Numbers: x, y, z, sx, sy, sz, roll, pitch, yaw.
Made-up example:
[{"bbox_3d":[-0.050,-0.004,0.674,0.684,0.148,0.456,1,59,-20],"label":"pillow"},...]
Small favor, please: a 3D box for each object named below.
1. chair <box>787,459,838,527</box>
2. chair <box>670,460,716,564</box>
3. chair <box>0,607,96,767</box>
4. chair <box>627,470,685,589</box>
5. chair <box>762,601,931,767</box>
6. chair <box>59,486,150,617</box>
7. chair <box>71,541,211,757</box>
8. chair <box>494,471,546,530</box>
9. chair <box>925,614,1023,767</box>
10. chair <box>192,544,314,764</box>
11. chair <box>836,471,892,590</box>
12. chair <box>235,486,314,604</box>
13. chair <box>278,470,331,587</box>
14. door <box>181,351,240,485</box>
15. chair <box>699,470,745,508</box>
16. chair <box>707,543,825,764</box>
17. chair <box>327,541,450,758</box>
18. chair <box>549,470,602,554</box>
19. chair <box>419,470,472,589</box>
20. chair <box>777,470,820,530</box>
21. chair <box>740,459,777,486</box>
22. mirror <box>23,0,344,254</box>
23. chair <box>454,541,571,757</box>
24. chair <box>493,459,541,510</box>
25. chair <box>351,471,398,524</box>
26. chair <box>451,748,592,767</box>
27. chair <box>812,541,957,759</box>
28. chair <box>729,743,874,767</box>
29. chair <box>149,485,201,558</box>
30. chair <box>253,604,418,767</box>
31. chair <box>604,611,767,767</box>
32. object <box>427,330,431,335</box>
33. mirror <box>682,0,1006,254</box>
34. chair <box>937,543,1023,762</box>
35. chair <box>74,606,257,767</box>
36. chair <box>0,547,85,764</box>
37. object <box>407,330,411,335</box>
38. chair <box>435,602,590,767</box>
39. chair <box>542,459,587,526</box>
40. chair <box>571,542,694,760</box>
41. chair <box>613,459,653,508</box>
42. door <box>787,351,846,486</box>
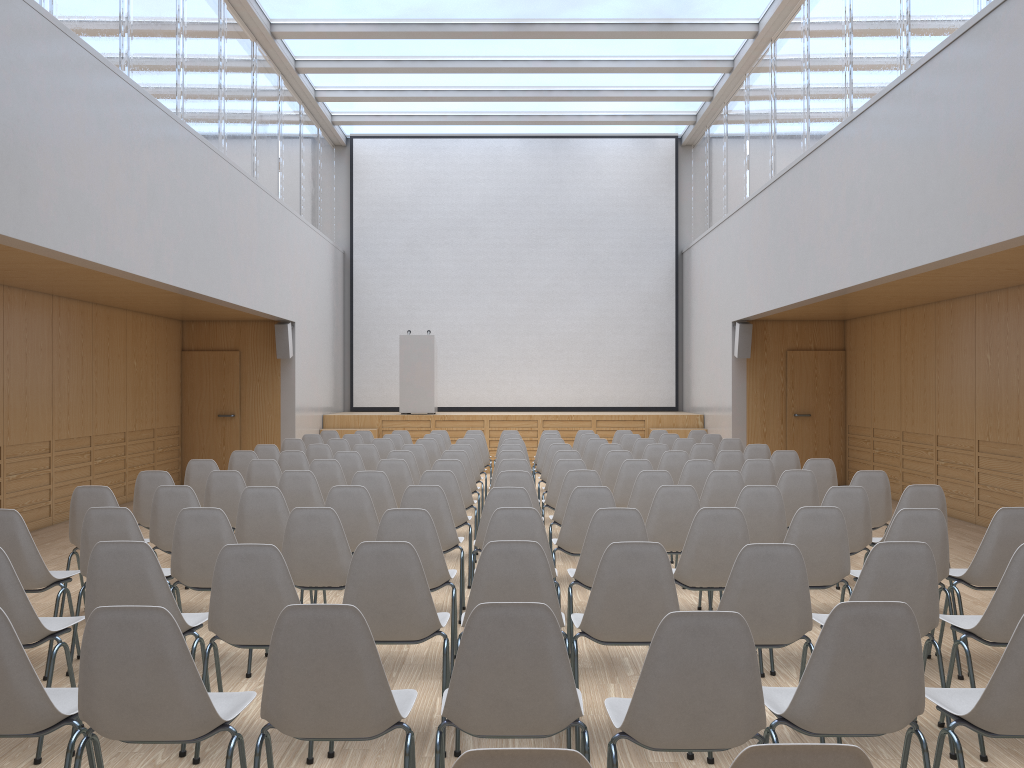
[{"bbox_3d":[2.615,1.073,7.782,0.479,0.876,0.505,0,0,0],"label":"chair"},{"bbox_3d":[1.573,1.073,7.672,0.479,0.876,0.505,0,0,0],"label":"chair"},{"bbox_3d":[-1.570,1.060,2.783,0.479,0.876,0.505,0,0,0],"label":"chair"},{"bbox_3d":[1.043,1.071,6.734,0.479,0.876,0.505,0,0,0],"label":"chair"},{"bbox_3d":[1.031,1.058,2.782,0.479,0.876,0.505,0,0,0],"label":"chair"},{"bbox_3d":[-2.605,1.070,5.755,0.479,0.876,0.505,0,0,0],"label":"chair"},{"bbox_3d":[-1.554,1.063,3.783,0.479,0.876,0.505,0,0,0],"label":"chair"},{"bbox_3d":[0.017,1.071,6.714,0.479,0.876,0.505,0,0,0],"label":"chair"},{"bbox_3d":[1.581,1.058,2.772,0.479,0.876,0.505,0,0,0],"label":"chair"},{"bbox_3d":[-1.025,1.063,3.714,0.479,0.876,0.505,0,0,0],"label":"chair"},{"bbox_3d":[2.618,1.069,6.713,0.479,0.876,0.505,0,0,0],"label":"chair"},{"bbox_3d":[-1.543,1.069,5.714,0.479,0.876,0.505,0,0,0],"label":"chair"},{"bbox_3d":[-1.577,1.073,6.773,0.479,0.876,0.505,0,0,0],"label":"chair"},{"bbox_3d":[-4.522,0.521,13.262,0.873,2.024,0.108,0,0,0],"label":"door"},{"bbox_3d":[1.567,1.070,6.754,0.479,0.876,0.505,0,0,0],"label":"chair"},{"bbox_3d":[1.011,1.061,3.714,0.479,0.876,0.505,0,0,0],"label":"chair"},{"bbox_3d":[-0.503,1.063,3.773,0.479,0.876,0.505,0,0,0],"label":"chair"},{"bbox_3d":[0.519,1.071,6.782,0.479,0.876,0.505,0,0,0],"label":"chair"},{"bbox_3d":[-0.540,1.072,6.755,0.479,0.876,0.505,0,0,0],"label":"chair"},{"bbox_3d":[2.106,1.070,6.772,0.479,0.876,0.505,0,0,0],"label":"chair"},{"bbox_3d":[2.089,1.073,7.754,0.479,0.876,0.505,0,0,0],"label":"chair"},{"bbox_3d":[-3.380,-3.593,8.276,0.253,2.090,17.827,0,0,0],"label":"mirror"},{"bbox_3d":[0.005,1.062,3.782,0.479,0.876,0.505,0,0,0],"label":"chair"},{"bbox_3d":[0.019,1.074,7.773,0.479,0.876,0.505,0,0,0],"label":"chair"},{"bbox_3d":[-1.034,1.072,6.714,0.479,0.876,0.505,0,0,0],"label":"chair"},{"bbox_3d":[0.017,1.056,1.754,0.479,0.876,0.505,0,0,0],"label":"chair"},{"bbox_3d":[1.542,1.061,3.754,0.479,0.876,0.505,0,0,0],"label":"chair"},{"bbox_3d":[0.501,1.056,1.772,0.479,0.876,0.505,0,0,0],"label":"chair"},{"bbox_3d":[-2.104,1.070,5.773,0.479,0.876,0.505,0,0,0],"label":"chair"},{"bbox_3d":[-0.540,1.060,2.755,0.479,0.876,0.505,0,0,0],"label":"chair"},{"bbox_3d":[0.525,1.058,2.673,0.479,0.876,0.505,0,0,0],"label":"chair"},{"bbox_3d":[-1.450,-0.801,15.540,0.166,0.305,0.252,0,0,-28],"label":"object"},{"bbox_3d":[3.411,-3.598,8.274,0.253,2.090,17.827,0,0,0],"label":"mirror"},{"bbox_3d":[2.103,1.061,3.734,0.479,0.876,0.505,0,0,0],"label":"chair"},{"bbox_3d":[-1.070,1.060,2.735,0.479,0.876,0.505,0,0,0],"label":"chair"},{"bbox_3d":[-2.103,1.064,3.714,0.479,0.876,0.505,0,0,0],"label":"chair"},{"bbox_3d":[-1.797,-0.801,15.540,0.166,0.305,0.252,0,0,-28],"label":"object"},{"bbox_3d":[0.001,1.059,2.773,0.479,0.876,0.505,0,0,0],"label":"chair"},{"bbox_3d":[0.496,1.074,7.754,0.479,0.876,0.505,0,0,0],"label":"chair"},{"bbox_3d":[0.489,1.062,3.754,0.479,0.876,0.505,0,0,0],"label":"chair"},{"bbox_3d":[1.051,1.074,7.714,0.479,0.876,0.505,0,0,0],"label":"chair"},{"bbox_3d":[4.564,0.514,13.260,0.873,2.024,0.108,0,0,0],"label":"door"}]
